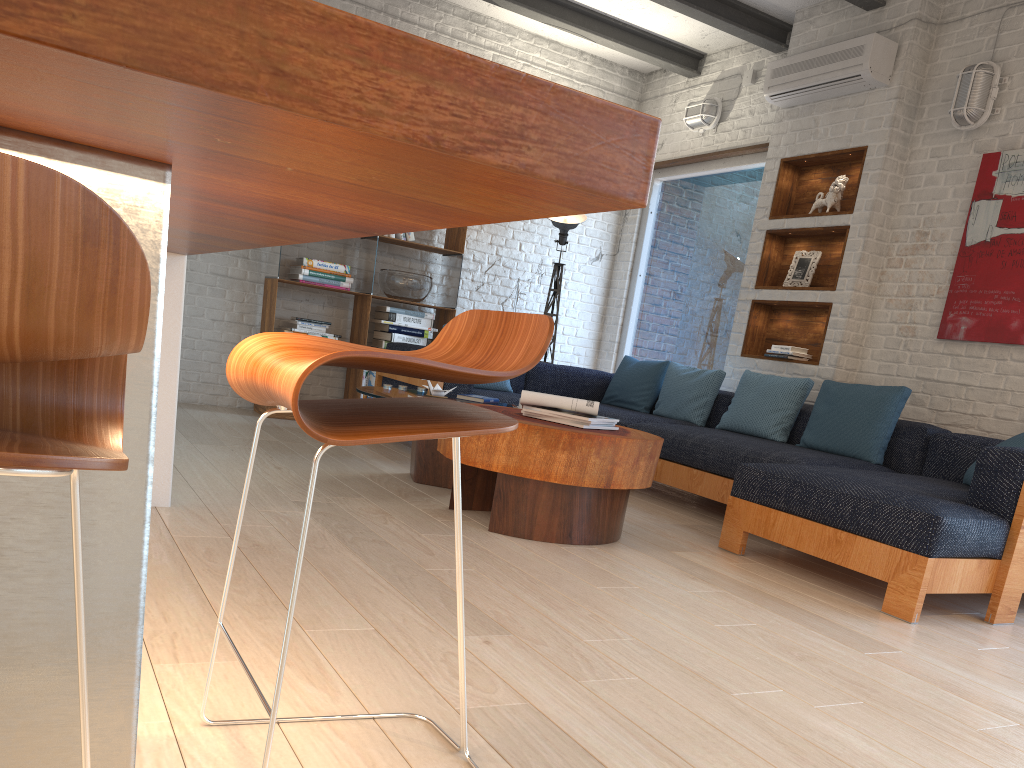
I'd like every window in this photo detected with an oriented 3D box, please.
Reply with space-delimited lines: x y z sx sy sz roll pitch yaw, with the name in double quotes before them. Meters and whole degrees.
"window" 4.388 -1.936 1.845 0.649 6.575 11.965 2 8 -29

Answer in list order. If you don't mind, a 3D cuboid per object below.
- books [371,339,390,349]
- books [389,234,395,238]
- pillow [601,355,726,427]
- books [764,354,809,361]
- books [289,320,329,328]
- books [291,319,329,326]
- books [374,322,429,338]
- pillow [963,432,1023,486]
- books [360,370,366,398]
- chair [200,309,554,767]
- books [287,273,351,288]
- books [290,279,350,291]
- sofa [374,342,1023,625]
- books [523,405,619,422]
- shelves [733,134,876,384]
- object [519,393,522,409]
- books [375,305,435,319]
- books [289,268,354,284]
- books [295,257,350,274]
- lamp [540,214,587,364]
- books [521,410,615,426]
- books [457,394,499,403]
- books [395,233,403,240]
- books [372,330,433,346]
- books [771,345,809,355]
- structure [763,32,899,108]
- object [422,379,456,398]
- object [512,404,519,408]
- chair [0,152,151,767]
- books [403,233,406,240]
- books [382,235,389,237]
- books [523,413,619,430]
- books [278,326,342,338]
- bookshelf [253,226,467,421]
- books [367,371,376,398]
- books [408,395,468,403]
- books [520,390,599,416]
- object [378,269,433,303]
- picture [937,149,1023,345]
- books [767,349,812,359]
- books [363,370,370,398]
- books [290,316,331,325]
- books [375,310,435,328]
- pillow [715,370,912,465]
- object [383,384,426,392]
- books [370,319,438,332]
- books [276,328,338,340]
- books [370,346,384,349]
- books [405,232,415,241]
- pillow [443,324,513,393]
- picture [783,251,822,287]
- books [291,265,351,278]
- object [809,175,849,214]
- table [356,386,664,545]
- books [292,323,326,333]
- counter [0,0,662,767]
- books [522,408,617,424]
"books" -0.838 -0.279 6.520 0.364 0.057 0.274 8 3 -27
"books" -0.900 -1.233 6.192 0.104 0.394 0.235 2 12 -29
"pillow" 1.024 0.035 6.053 0.244 0.409 1.074 3 6 -31
"books" 1.755 -0.168 5.579 0.163 0.017 0.244 8 2 -20
"books" -1.444 -0.424 6.178 0.237 0.019 0.166 7 3 -36
"books" -1.433 -0.436 6.172 0.244 0.008 0.151 8 3 -30
"books" -0.821 -0.398 6.463 0.328 0.057 0.247 7 3 -35
"pillow" 2.188 0.337 3.731 0.372 0.336 0.557 11 6 21
"books" -1.149 0.015 6.430 0.036 0.394 0.235 2 12 -29
"chair" -0.207 0.252 1.360 0.424 0.796 0.390 3 12 -29
"books" -1.351 -0.721 6.103 0.382 0.037 0.237 7 3 -34
"books" -1.351 -0.692 6.119 0.358 0.021 0.264 8 3 -30
"sofa" 0.899 0.340 4.790 2.092 0.678 3.833 7 3 -30
"books" 0.247 0.124 3.623 0.312 0.011 0.252 10 3 34
"shelves" 1.869 -0.742 5.486 0.192 1.467 0.742 2 12 -29
"object" 0.087 0.098 4.218 0.108 0.111 0.104 7 8 -14
"books" -0.796 -0.531 6.466 0.382 0.037 0.237 8 3 -30
"books" -1.333 -0.756 6.094 0.381 0.037 0.237 7 3 -36
"books" -1.326 -0.824 6.098 0.328 0.057 0.247 8 3 -27
"lamp" 0.510 -0.403 6.786 0.851 1.897 0.499 15 13 32
"books" 0.237 0.143 3.653 0.313 0.011 0.251 10 3 29
"books" -0.184 0.079 4.726 0.161 0.023 0.228 10 3 19
"books" -0.861 -1.211 6.230 0.125 0.358 0.263 2 11 -29
"books" -0.812 -0.336 6.499 0.381 0.066 0.238 6 4 -43
"books" 1.773 -0.219 5.567 0.133 0.035 0.200 8 3 -20
"structure" 1.856 -1.838 5.160 0.201 0.225 0.790 4 5 -30
"object" -0.383 0.019 4.561 0.187 0.093 0.189 8 4 -4
"object" 0.110 0.120 4.446 0.155 0.059 0.263 6 4 -37
"chair" -0.481 0.240 0.607 0.406 0.796 0.407 3 12 -29
"books" -0.847 -1.210 6.249 0.125 0.358 0.263 2 11 -29
"books" -0.944 -1.241 6.193 0.102 0.394 0.235 2 12 -29
"books" 0.245 0.156 3.644 0.311 0.011 0.252 11 3 39
"books" -1.431 -0.368 6.167 0.381 0.019 0.237 7 3 -37
"bookshelf" -1.045 -0.807 6.230 1.323 2.264 0.352 3 13 -29
"books" -1.084 0.050 6.484 0.058 0.339 0.246 2 11 -29
"books" -0.320 0.087 4.151 0.320 0.011 0.245 8 2 -17
"books" 0.201 0.101 3.681 0.322 0.112 0.267 9 4 3
"object" -0.790 -0.712 6.432 0.401 0.207 0.393 10 5 12
"picture" 2.573 -0.685 4.350 0.019 0.987 0.719 2 11 -29
"books" 1.771 -0.192 5.566 0.172 0.019 0.229 8 3 -28
"books" -1.125 0.018 6.462 0.036 0.394 0.235 2 12 -29
"books" -1.423 -0.447 6.159 0.254 0.017 0.157 8 3 -30
"books" -0.802 -0.480 6.484 0.382 0.066 0.237 7 3 -35
"pillow" 1.653 0.154 4.903 0.255 0.428 1.175 3 6 -30
"object" -0.577 0.018 4.655 0.066 0.028 0.302 12 4 38
"books" -0.807 -0.436 6.473 0.447 0.021 0.264 8 3 -30
"books" -1.454 -0.343 6.174 0.382 0.037 0.237 8 3 -30
"books" -0.837 -0.217 6.518 0.382 0.066 0.237 7 3 -35
"books" -0.799 -1.194 6.262 0.159 0.338 0.246 3 11 -29
"pillow" -0.228 -0.164 5.902 0.558 0.420 0.216 5 10 -30
"picture" 1.851 -0.725 5.538 0.102 0.251 0.187 0 12 -38
"books" -1.340 -0.787 6.104 0.358 0.021 0.264 7 3 -31
"object" 1.949 -1.153 5.354 0.113 0.249 0.209 4 9 -21
"table" -0.125 0.321 4.101 1.083 0.458 1.776 7 3 -24
"books" -1.440 -0.397 6.180 0.207 0.035 0.128 7 3 -30
"counter" -1.262 0.005 1.470 1.696 0.944 2.422 6 4 -30
"books" 0.242 0.134 3.633 0.313 0.011 0.251 10 3 29
